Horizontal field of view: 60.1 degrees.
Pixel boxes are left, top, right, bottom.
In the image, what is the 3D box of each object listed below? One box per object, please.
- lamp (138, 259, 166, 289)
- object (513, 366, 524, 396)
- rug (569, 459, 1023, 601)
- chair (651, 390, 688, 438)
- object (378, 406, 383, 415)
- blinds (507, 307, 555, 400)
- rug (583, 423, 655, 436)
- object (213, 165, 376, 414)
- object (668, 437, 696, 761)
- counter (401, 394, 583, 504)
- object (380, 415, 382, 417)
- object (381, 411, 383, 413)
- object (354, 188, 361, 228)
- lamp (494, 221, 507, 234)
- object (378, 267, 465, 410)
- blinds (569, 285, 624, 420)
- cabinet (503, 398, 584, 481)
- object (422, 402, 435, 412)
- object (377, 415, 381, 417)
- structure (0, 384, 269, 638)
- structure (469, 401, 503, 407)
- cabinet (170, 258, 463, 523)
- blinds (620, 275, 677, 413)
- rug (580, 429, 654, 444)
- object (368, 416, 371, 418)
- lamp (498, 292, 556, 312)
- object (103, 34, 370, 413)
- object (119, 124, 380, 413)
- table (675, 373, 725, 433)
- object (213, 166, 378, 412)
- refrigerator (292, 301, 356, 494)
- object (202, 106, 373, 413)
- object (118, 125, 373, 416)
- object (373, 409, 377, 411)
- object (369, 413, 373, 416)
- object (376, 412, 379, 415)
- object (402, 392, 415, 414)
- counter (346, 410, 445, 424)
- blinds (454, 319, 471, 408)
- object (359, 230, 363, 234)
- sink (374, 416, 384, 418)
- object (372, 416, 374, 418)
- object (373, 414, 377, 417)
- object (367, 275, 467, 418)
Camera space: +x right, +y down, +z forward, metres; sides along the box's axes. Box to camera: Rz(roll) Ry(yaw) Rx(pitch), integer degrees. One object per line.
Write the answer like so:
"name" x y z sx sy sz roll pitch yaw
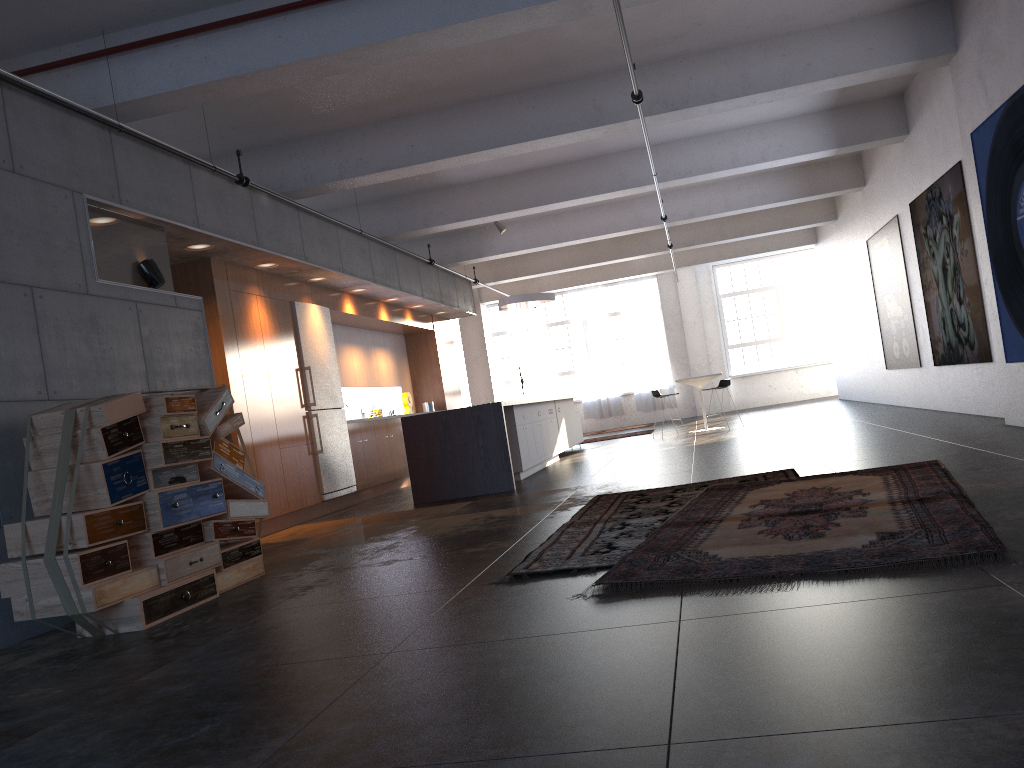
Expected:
"lamp" -2.736 -0.814 6.685 0.213 0.258 0.170 -9 -1 -8
"object" 0.202 0.527 21.305 1.172 1.919 1.063 -9 -1 11
"rug" 1.668 0.721 5.012 1.853 0.048 3.568 -10 -2 21
"chair" 2.680 0.528 15.293 0.509 0.895 0.460 -9 -1 -12
"object" -2.069 0.442 13.879 0.059 0.209 0.145 -9 -1 12
"blinds" 0.490 -0.660 23.280 1.025 3.674 0.363 -9 0 9
"rug" 1.972 1.234 22.022 3.110 0.009 1.827 -9 -2 10
"object" -2.281 -0.710 10.355 0.056 2.189 5.640 -9 -2 1
"object" -1.354 1.525 10.035 19.607 0.001 27.402 -9 -2 11
"counter" 0.103 0.754 12.860 1.134 0.971 6.705 -9 -2 12
"object" -1.967 0.483 13.175 0.061 0.053 0.053 -9 -1 -2
"object" -4.681 -0.412 7.843 0.061 2.209 11.991 -9 -2 25
"object" -2.000 0.432 13.183 0.065 0.053 0.050 -8 -1 -41
"lamp" -0.195 -2.516 14.012 0.223 0.287 0.131 -9 0 -6
"object" -1.973 0.390 13.200 0.056 0.060 0.053 -9 -1 34
"blinds" 2.130 -0.934 22.987 1.031 3.697 0.340 -9 0 7
"cabinet" 0.246 0.781 13.461 0.915 0.930 5.690 -9 -2 12
"object" -1.418 0.399 15.060 0.194 0.170 0.187 -8 -1 -30
"object" -1.417 -0.707 14.374 0.056 2.309 2.967 -9 -1 30
"structure" -2.148 0.689 5.388 0.633 1.315 1.927 -9 -1 12
"structure" -0.371 0.304 11.977 0.508 0.071 0.644 -9 -2 11
"cabinet" -2.952 0.241 12.558 2.362 2.561 8.166 -9 -2 12
"blinds" 3.454 -1.153 22.764 1.023 3.750 0.344 -9 0 8
"rug" 1.496 1.180 18.325 2.865 0.029 1.868 -9 -2 10
"object" -4.659 1.241 7.253 0.054 1.095 12.928 -9 -2 24
"lamp" 0.141 -1.434 15.597 1.026 0.130 1.060 -8 -2 -33
"object" -2.107 0.418 13.176 0.052 0.053 0.062 -8 -1 -31
"object" -2.378 -0.716 9.749 0.053 2.168 6.884 -9 -2 4
"table" 3.338 0.342 15.507 0.822 0.951 0.835 -9 -1 11
"object" -2.011 0.393 13.236 0.063 0.051 0.053 -9 -1 3
"refrigerator" -2.250 0.163 10.413 0.218 2.190 0.961 -9 0 9
"object" -2.081 0.399 13.116 0.051 0.060 0.058 -8 -1 -45
"object" -2.074 0.461 13.183 0.052 0.053 0.061 -8 -1 -36
"object" -2.723 -0.725 8.273 0.058 2.164 9.941 -9 -2 6
"object" -2.092 0.450 13.123 0.053 0.054 0.061 -9 -1 2
"object" -1.909 -0.717 11.972 0.054 2.227 2.393 -9 -1 -12
"object" -1.695 0.321 14.457 0.099 0.381 0.276 -9 -1 12
"counter" -2.365 0.593 13.227 1.596 0.039 4.493 -9 -2 12
"blinds" -0.957 -0.428 23.561 1.019 3.713 0.316 -9 0 9
"object" -2.025 0.441 13.232 0.051 0.053 0.063 -9 -1 18
"sink" -2.090 0.591 12.250 0.519 0.192 0.735 -9 -2 11
"object" -2.052 0.497 13.137 0.050 0.055 0.061 -9 -1 2
"object" -2.026 0.468 13.108 0.052 0.053 0.062 -9 -1 -7
"object" -4.791 1.200 7.226 0.937 1.214 13.364 -9 -2 22
